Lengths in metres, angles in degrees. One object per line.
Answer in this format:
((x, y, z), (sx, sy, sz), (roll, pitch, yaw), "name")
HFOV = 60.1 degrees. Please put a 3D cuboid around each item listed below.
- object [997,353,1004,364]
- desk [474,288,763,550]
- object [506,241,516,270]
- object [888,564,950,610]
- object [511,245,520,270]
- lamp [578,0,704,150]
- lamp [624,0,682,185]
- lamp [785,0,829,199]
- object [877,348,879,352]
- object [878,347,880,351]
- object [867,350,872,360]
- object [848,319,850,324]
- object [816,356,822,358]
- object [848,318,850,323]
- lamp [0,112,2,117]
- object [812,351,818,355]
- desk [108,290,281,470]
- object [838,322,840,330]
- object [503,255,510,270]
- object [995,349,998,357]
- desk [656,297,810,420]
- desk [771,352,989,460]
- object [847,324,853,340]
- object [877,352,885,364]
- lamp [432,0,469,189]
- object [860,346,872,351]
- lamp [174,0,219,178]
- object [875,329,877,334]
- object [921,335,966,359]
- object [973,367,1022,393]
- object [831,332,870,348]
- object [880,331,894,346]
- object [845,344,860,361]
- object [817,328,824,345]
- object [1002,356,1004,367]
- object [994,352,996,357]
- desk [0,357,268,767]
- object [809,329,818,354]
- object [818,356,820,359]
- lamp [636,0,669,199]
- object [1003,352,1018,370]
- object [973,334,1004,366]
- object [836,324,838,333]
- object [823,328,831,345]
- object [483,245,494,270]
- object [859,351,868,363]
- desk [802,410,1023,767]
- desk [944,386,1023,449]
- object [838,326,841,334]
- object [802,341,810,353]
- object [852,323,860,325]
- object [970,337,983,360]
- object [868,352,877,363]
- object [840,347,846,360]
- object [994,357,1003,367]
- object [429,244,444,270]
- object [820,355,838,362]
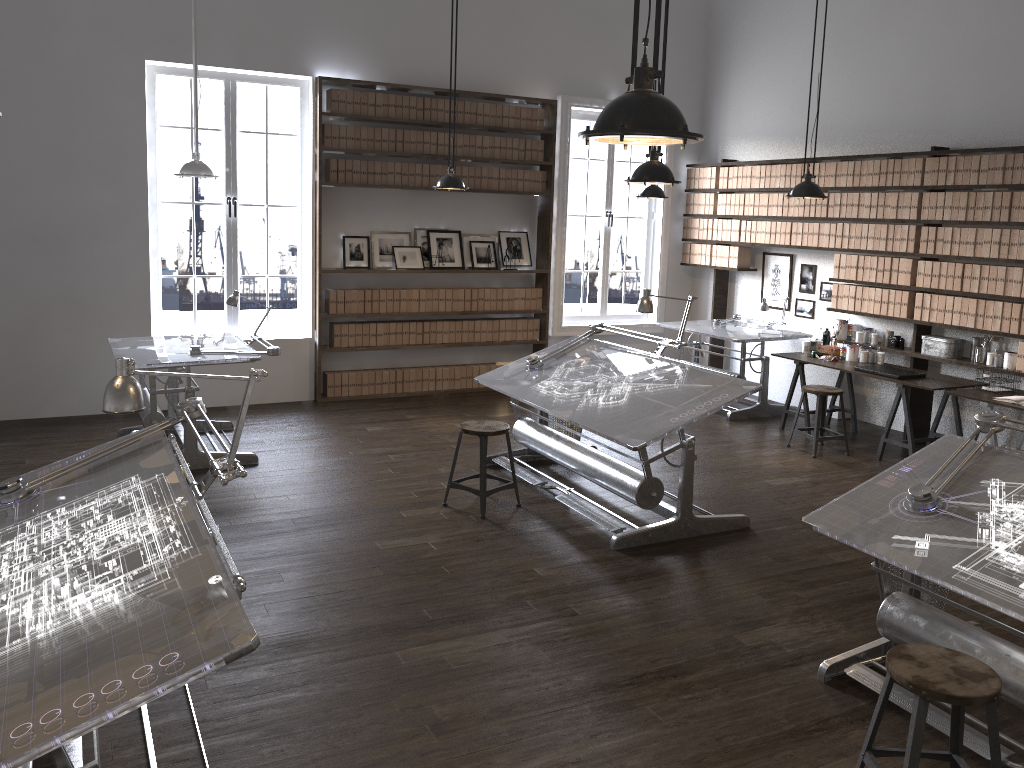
((3.754, -0.185, 6.797), (0.063, 0.093, 0.063), (6, 10, 25), "object")
((0.616, 0.032, 5.914), (1.077, 1.376, 2.296), (-3, 11, -27), "desk")
((-0.015, -1.331, 9.174), (0.118, 0.302, 0.040), (-2, 9, -27), "object")
((1.877, 0.929, 4.109), (0.353, 0.375, 0.356), (1, 9, -5), "object")
((0.034, -1.319, 9.233), (0.110, 0.260, 0.040), (-2, 9, -27), "object")
((0.359, -1.710, 2.068), (0.313, 2.249, 0.313), (2, 8, -2), "lamp")
((0.813, -2.211, 4.726), (0.312, 2.236, 0.313), (1, 8, -7), "lamp")
((2.238, -2.496, 6.458), (0.312, 2.236, 0.313), (9, 11, 42), "lamp")
((3.136, -0.254, 7.622), (0.005, 0.117, 0.036), (-3, 10, -32), "object")
((3.144, -0.252, 7.617), (0.004, 0.132, 0.030), (-3, 9, -31), "object")
((3.073, -0.237, 7.632), (0.044, 0.100, 0.045), (-2, 10, -27), "object")
((3.086, -0.517, 8.142), (0.041, 0.161, 0.005), (-4, 10, -35), "object")
((2.688, -0.236, 7.775), (0.006, 0.006, 0.157), (10, 14, 41), "object")
((3.090, -0.518, 8.152), (0.034, 0.183, 0.005), (-3, 10, -34), "object")
((-1.371, -1.757, 1.977), (0.312, 2.236, 0.313), (9, 11, 42), "lamp")
((2.715, -0.279, 7.940), (0.049, 0.037, 0.049), (-4, 11, -30), "object")
((-2.321, -0.093, 6.568), (1.172, 1.180, 1.278), (-3, 11, -27), "desk")
((2.887, -0.439, 7.854), (0.021, 0.226, 0.007), (0, 8, -15), "object")
((-0.055, -1.253, 9.125), (0.066, 0.164, 0.040), (-2, 9, -27), "object")
((3.698, -0.202, 6.749), (0.008, 0.124, 0.041), (-4, 10, -38), "object")
((2.223, -0.323, 8.805), (1.072, 1.090, 1.278), (-3, 11, -27), "desk")
((2.980, 0.191, 7.408), (0.656, 0.664, 1.680), (-3, 11, -27), "desk")
((3.079, -0.477, 8.076), (0.051, 0.138, 0.050), (-3, 10, -29), "object")
((3.146, -0.220, 7.556), (0.062, 0.094, 0.062), (6, 10, 22), "object")
((-0.477, -2.739, 7.252), (0.312, 2.236, 0.313), (9, 11, 42), "lamp")
((3.074, -0.263, 7.699), (0.094, 0.127, 0.095), (-2, 10, -23), "object")
((-2.274, -2.625, 6.340), (0.312, 2.236, 0.313), (9, 11, 42), "lamp")
((3.217, -0.424, 7.845), (0.004, 0.132, 0.030), (1, 8, -5), "object")
((3.509, -0.304, 7.218), (0.193, 0.151, 0.319), (-3, 11, -27), "object")
((3.551, -0.027, 6.470), (0.284, 0.159, 0.205), (-3, 11, -27), "object")
((3.009, -0.393, 7.869), (0.345, 0.145, 0.077), (1, 9, -4), "object")
((3.254, -0.377, 7.701), (0.107, 0.160, 0.237), (7, 11, 28), "object")
((2.957, -0.272, 7.692), (0.104, 0.140, 0.105), (-4, 11, -34), "object")
((2.783, -0.392, 8.016), (0.068, 0.236, 0.069), (-3, 9, -30), "object")
((3.760, -0.174, 6.739), (0.044, 0.100, 0.045), (-2, 9, -24), "object")
((3.681, -0.189, 6.739), (0.004, 0.102, 0.035), (-3, 10, -31), "object")
((-1.308, 0.588, 2.678), (1.077, 1.376, 2.083), (-3, 11, -27), "desk")
((2.719, -0.384, 7.984), (0.068, 0.228, 0.069), (-3, 10, -30), "object")
((2.698, -0.231, 7.779), (0.008, 0.006, 0.120), (4, 11, 13), "object")
((1.357, -2.855, 8.174), (0.312, 2.236, 0.313), (9, 11, 42), "lamp")
((3.757, -0.173, 6.669), (0.094, 0.127, 0.095), (-1, 10, -20), "object")
((3.689, -0.293, 6.882), (0.157, 0.270, 0.182), (-6, 12, -42), "object")
((2.868, -0.429, 7.841), (0.007, 0.212, 0.055), (3, 8, 8), "object")
((2.858, -0.393, 8.055), (0.068, 0.228, 0.069), (-3, 10, -30), "object")
((-0.237, -1.294, 9.056), (0.124, 0.258, 0.040), (-2, 9, -27), "object")
((3.018, -0.234, 7.604), (0.062, 0.094, 0.062), (4, 9, 13), "object")
((2.126, 0.650, 2.957), (1.077, 1.376, 2.083), (-3, 11, -27), "desk")
((3.775, 0.516, 5.851), (0.656, 0.664, 1.680), (-3, 11, -27), "desk")
((2.882, -0.423, 7.844), (0.006, 0.191, 0.056), (-2, 9, -28), "object")
((2.674, -0.335, 8.049), (0.068, 0.104, 0.069), (-2, 10, -22), "object")
((3.163, -0.490, 8.161), (0.070, 0.129, 0.070), (5, 9, 20), "object")
((3.693, -0.277, 7.049), (0.079, 0.187, 0.079), (9, 11, 41), "object")
((3.082, -0.226, 7.575), (0.063, 0.093, 0.063), (6, 10, 22), "object")
((2.891, -0.268, 7.735), (0.049, 0.111, 0.050), (-3, 10, -30), "object")
((3.759, -0.173, 6.752), (0.181, 0.093, 0.062), (0, 9, -13), "object")
((-0.747, -1.260, 8.784), (0.174, 0.258, 0.040), (-3, 9, -27), "object")
((2.749, -0.232, 7.688), (0.132, 0.050, 0.198), (2, 11, 2), "object")
